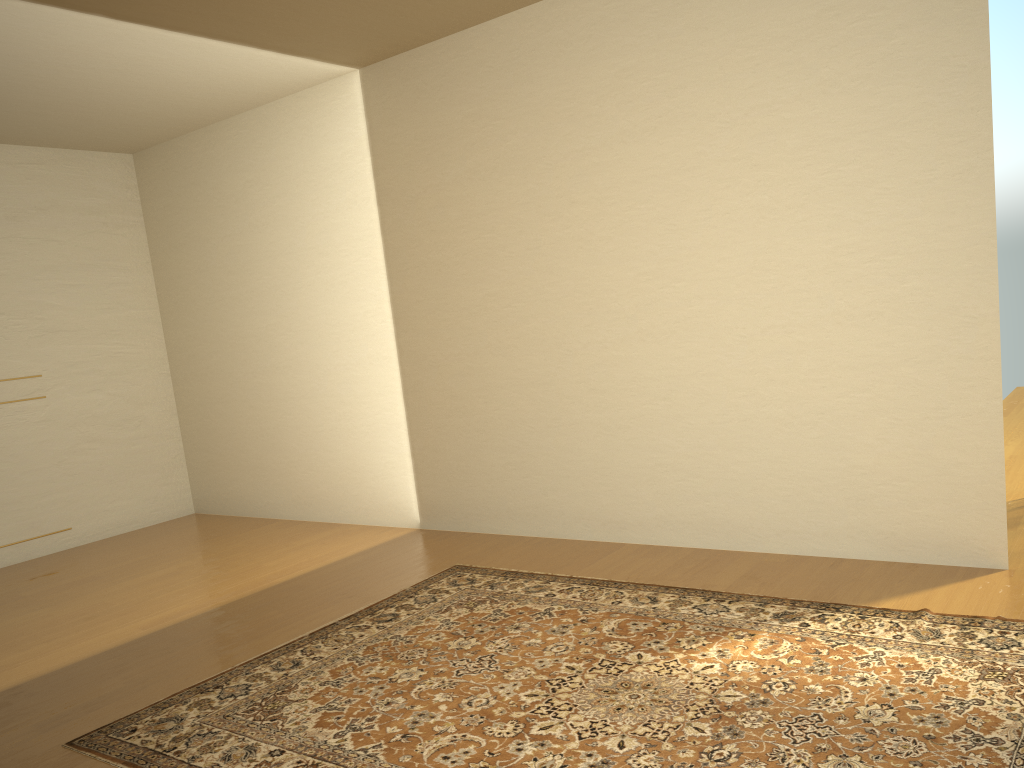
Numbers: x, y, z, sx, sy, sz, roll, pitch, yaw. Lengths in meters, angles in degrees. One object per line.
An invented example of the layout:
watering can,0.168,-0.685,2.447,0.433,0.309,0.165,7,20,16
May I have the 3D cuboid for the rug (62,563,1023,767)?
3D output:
rug,0.319,1.012,2.918,3.081,0.017,2.098,-3,6,37
